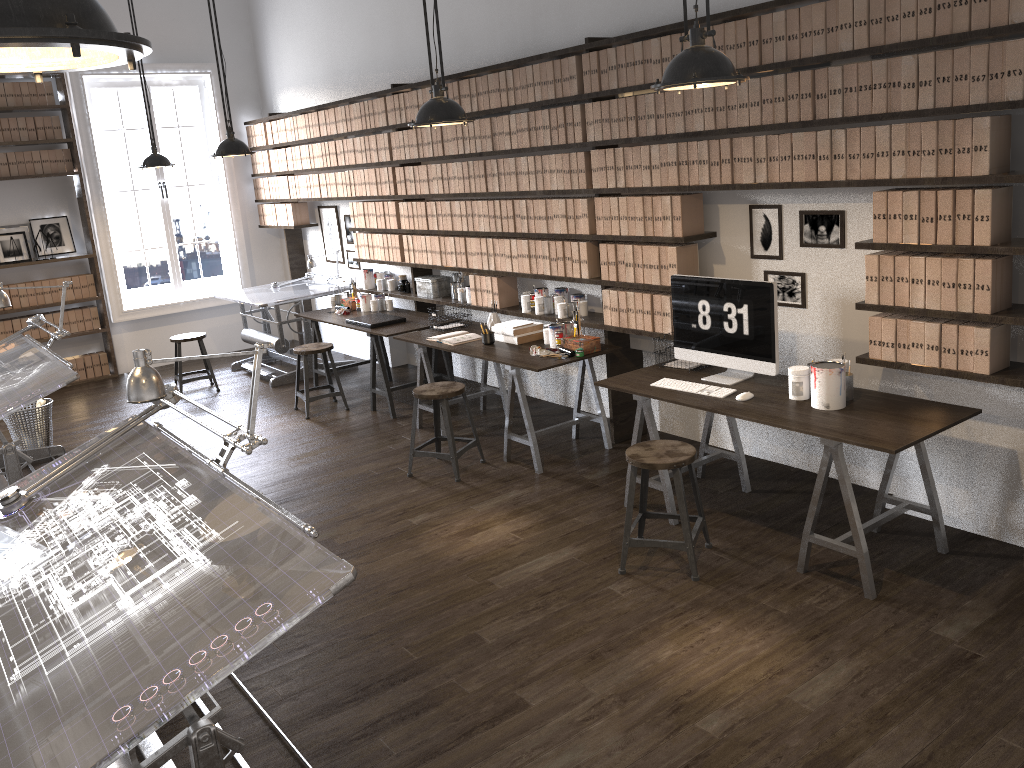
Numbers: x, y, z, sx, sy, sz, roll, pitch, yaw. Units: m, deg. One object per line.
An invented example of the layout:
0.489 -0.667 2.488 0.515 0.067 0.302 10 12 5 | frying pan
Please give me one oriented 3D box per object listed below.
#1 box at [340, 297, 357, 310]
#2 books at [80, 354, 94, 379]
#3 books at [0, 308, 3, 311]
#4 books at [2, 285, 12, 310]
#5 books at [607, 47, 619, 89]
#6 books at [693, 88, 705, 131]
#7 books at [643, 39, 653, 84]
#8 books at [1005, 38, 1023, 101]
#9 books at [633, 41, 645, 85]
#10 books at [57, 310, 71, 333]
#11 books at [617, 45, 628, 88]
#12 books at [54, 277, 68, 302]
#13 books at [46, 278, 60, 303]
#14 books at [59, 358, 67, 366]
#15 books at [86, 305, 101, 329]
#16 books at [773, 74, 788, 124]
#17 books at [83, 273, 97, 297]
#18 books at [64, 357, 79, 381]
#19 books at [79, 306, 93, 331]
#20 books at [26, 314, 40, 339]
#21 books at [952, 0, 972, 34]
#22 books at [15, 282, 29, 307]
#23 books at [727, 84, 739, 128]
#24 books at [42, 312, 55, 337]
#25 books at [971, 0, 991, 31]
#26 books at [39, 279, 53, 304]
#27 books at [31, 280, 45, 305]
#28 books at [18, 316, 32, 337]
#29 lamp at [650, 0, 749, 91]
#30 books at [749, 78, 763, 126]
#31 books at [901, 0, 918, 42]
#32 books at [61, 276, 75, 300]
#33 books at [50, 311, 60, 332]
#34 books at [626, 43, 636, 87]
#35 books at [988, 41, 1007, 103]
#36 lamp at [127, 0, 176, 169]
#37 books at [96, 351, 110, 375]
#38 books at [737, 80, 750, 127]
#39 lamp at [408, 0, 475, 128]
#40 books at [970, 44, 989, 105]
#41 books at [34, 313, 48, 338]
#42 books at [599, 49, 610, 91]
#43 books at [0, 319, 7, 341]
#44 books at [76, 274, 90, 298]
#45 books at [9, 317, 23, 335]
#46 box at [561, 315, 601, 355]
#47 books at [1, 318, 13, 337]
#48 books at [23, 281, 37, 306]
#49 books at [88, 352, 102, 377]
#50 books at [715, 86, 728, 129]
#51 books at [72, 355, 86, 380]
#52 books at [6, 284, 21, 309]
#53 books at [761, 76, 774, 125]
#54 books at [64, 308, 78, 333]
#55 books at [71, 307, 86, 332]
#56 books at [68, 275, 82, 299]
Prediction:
-1.389 -0.704 7.737 0.138 0.082 0.213 -15 17 -35 | box
-4.296 -0.180 8.959 0.067 0.223 0.175 -13 15 -34 | books
-4.904 -0.811 8.418 0.067 0.223 0.175 -13 15 -34 | books
-4.842 -0.826 8.456 0.067 0.223 0.175 -13 15 -34 | books
0.628 -1.778 4.989 0.175 0.223 0.067 -14 15 -35 | books
1.019 -1.416 4.557 0.175 0.223 0.067 -14 15 -35 | books
0.795 -1.736 4.771 0.175 0.223 0.067 -14 15 -35 | books
1.934 -1.180 3.334 0.175 0.223 0.067 -14 15 -35 | books
0.752 -1.745 4.822 0.175 0.223 0.067 -14 15 -35 | books
-4.448 -0.616 8.787 0.067 0.223 0.175 -13 15 -34 | books
0.674 -1.768 4.935 0.175 0.223 0.067 -14 15 -35 | books
-4.455 -0.932 8.735 0.067 0.223 0.175 -13 15 -34 | books
-4.507 -0.919 8.700 0.067 0.223 0.175 -13 15 -34 | books
-4.472 -0.133 8.839 0.067 0.223 0.175 -13 15 -34 | books
-4.226 -0.675 8.942 0.067 0.223 0.175 -13 15 -34 | books
1.311 -1.341 4.167 0.175 0.223 0.067 -14 15 -35 | books
-4.237 -0.990 8.887 0.067 0.223 0.175 -13 15 -34 | books
-4.413 -0.148 8.876 0.067 0.223 0.175 -13 15 -34 | books
-4.285 -0.661 8.905 0.067 0.223 0.175 -13 15 -34 | books
-4.670 -0.556 8.631 0.067 0.223 0.175 -13 15 -34 | books
1.788 -1.480 3.443 0.175 0.223 0.067 -14 15 -35 | books
-4.725 -0.858 8.540 0.067 0.223 0.175 -13 15 -34 | books
1.148 -1.384 4.390 0.175 0.223 0.067 -14 15 -35 | books
-4.554 -0.586 8.707 0.067 0.223 0.175 -13 15 -34 | books
1.833 -1.468 3.385 0.175 0.223 0.067 -14 15 -35 | books
-4.557 -0.903 8.658 0.067 0.223 0.175 -13 15 -34 | books
-4.615 -0.890 8.624 0.067 0.223 0.175 -13 15 -34 | books
-4.723 -0.541 8.588 0.067 0.223 0.175 -13 15 -34 | books
0.506 -2.044 2.620 0.313 2.229 0.313 -7 12 -11 | lamp
1.227 -1.361 4.273 0.175 0.223 0.067 -14 15 -35 | books
1.663 -1.511 3.608 0.175 0.223 0.067 -14 15 -35 | books
-4.401 -0.946 8.771 0.067 0.223 0.175 -13 15 -34 | books
-4.497 -0.602 8.750 0.067 0.223 0.175 -13 15 -34 | books
0.716 -1.757 4.878 0.175 0.223 0.067 -14 15 -35 | books
1.898 -1.190 3.385 0.175 0.223 0.067 -14 15 -35 | books
-3.240 -3.008 7.619 0.311 2.229 0.315 3 14 33 | lamp
-4.178 -0.213 9.047 0.067 0.223 0.175 -13 15 -34 | books
1.187 -1.373 4.332 0.175 0.223 0.067 -14 15 -35 | books
-0.419 -2.282 3.856 0.313 2.229 0.313 -7 12 -11 | lamp
1.854 -1.199 3.435 0.175 0.223 0.067 -14 15 -35 | books
-4.613 -0.571 8.670 0.067 0.223 0.175 -13 15 -34 | books
0.590 -1.789 5.048 0.175 0.223 0.067 -14 15 -35 | books
-4.890 -0.496 8.470 0.067 0.223 0.175 -13 15 -34 | books
-4.293 -0.977 8.856 0.067 0.223 0.175 -13 15 -34 | books
-4.779 -0.524 8.544 0.067 0.223 0.175 -13 15 -34 | books
0.408 -0.299 5.316 0.138 0.205 0.213 -14 16 -34 | box
-4.837 -0.509 8.503 0.067 0.223 0.175 -13 15 -34 | books
-4.671 -0.874 8.584 0.067 0.223 0.175 -13 15 -34 | books
-4.240 -0.197 9.006 0.067 0.223 0.175 -13 15 -34 | books
1.105 -1.395 4.445 0.175 0.223 0.067 -14 15 -35 | books
-4.359 -0.164 8.921 0.067 0.223 0.175 -13 15 -34 | books
-4.785 -0.843 8.503 0.067 0.223 0.175 -13 15 -34 | books
1.270 -1.350 4.215 0.175 0.223 0.067 -14 15 -35 | books
-4.392 -0.630 8.821 0.067 0.223 0.175 -13 15 -34 | books
-4.342 -0.645 8.865 0.067 0.223 0.175 -13 15 -34 | books
-4.347 -0.962 8.814 0.067 0.223 0.175 -13 15 -34 | books
